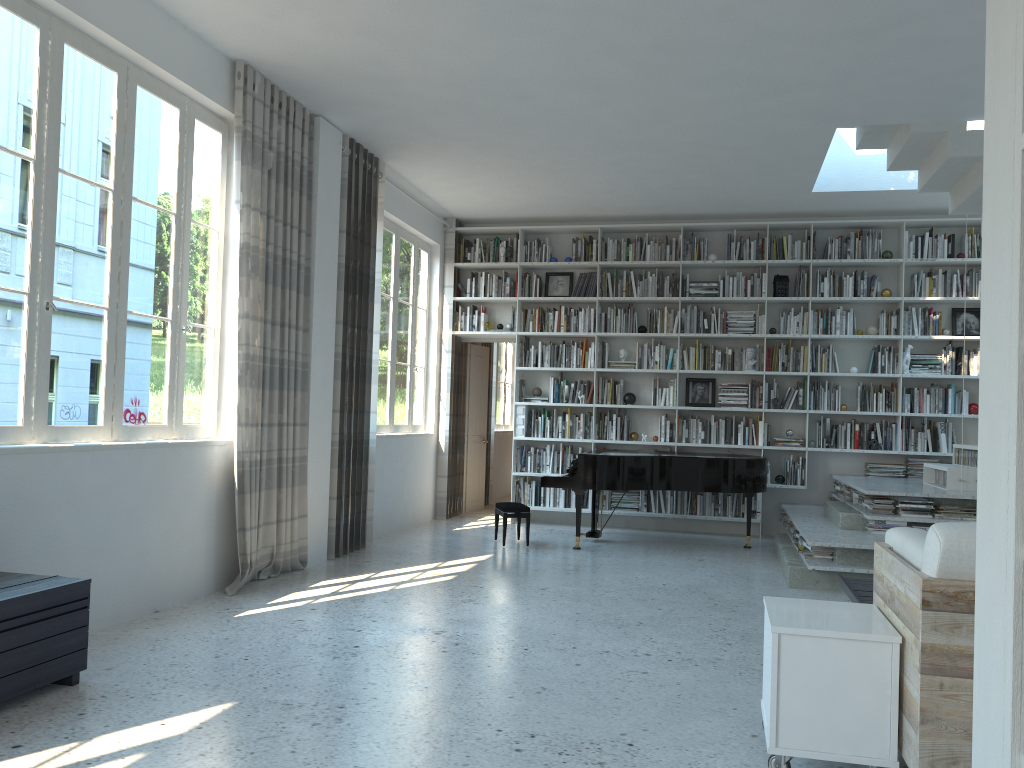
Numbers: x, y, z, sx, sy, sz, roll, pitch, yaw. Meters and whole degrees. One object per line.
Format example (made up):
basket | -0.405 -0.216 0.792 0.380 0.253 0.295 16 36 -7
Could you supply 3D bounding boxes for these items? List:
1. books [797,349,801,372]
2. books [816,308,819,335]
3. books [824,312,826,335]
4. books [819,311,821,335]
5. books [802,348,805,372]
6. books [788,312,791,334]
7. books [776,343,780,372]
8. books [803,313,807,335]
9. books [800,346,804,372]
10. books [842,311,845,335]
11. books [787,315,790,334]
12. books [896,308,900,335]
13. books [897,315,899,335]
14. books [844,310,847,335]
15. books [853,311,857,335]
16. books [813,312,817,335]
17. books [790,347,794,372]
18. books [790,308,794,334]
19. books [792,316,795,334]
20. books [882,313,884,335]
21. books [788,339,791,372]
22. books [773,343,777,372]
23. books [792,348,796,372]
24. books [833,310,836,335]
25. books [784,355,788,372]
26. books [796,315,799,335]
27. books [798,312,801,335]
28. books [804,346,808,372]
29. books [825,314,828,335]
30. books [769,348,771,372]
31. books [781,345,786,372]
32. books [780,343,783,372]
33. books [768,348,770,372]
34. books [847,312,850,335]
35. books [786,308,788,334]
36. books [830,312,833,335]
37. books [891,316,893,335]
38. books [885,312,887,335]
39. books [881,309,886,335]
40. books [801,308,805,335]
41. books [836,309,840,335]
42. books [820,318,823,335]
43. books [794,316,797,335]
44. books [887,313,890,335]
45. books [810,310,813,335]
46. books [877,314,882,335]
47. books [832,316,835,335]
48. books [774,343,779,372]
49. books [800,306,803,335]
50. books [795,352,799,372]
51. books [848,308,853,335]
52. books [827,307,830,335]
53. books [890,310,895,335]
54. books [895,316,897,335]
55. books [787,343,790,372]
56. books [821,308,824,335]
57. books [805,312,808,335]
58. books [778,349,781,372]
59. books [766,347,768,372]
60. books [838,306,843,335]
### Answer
books | 2.862 -0.225 8.858 0.028 0.239 0.145 2 -2 13
books | 3.041 -0.608 8.833 0.014 0.278 0.154 2 -2 13
books | 3.099 -0.586 8.811 0.013 0.236 0.157 2 -2 13
books | 3.050 -0.593 8.814 0.014 0.247 0.176 2 -2 13
books | 2.906 -0.227 8.858 0.019 0.247 0.149 2 -2 13
books | 2.778 -0.593 8.884 0.023 0.236 0.178 2 -2 13
books | 2.663 -0.256 8.907 0.035 0.293 0.145 2 -2 13
books | 2.911 -0.587 8.835 0.028 0.229 0.177 2 -2 13
books | 2.885 -0.238 8.848 0.032 0.266 0.143 2 -2 13
books | 3.267 -0.587 8.761 0.025 0.244 0.183 2 -2 13
books | 2.764 -0.579 8.892 0.023 0.207 0.171 2 -2 13
books | 3.759 -0.592 8.639 0.005 0.278 0.182 2 -2 13
books | 3.751 -0.556 8.647 0.012 0.206 0.169 2 -2 13
books | 3.295 -0.594 8.775 0.024 0.262 0.133 2 -2 13
books | 3.376 -0.588 8.753 0.034 0.254 0.161 2 -2 13
books | 3.020 -0.590 8.842 0.030 0.242 0.138 2 -2 13
books | 2.790 -0.233 8.872 0.033 0.253 0.174 2 -2 13
books | 2.790 -0.613 8.859 0.028 0.275 0.187 2 -2 13
books | 2.807 -0.572 8.866 0.024 0.195 0.173 2 -2 13
books | 3.622 -0.572 8.691 0.012 0.232 0.154 2 -2 13
books | 2.773 -0.276 8.874 0.021 0.337 0.169 2 -2 13
books | 2.639 -0.257 8.913 0.035 0.293 0.145 2 -2 13
books | 2.807 -0.228 8.843 0.027 0.242 0.188 2 -2 13
books | 3.197 -0.594 8.792 0.011 0.257 0.131 2 -2 13
books | 2.744 -0.198 8.900 0.030 0.181 0.131 2 -2 13
books | 2.847 -0.579 8.860 0.029 0.211 0.158 2 -2 13
books | 2.867 -0.590 8.863 0.024 0.234 0.149 2 -2 13
books | 2.925 -0.237 8.851 0.033 0.268 0.142 2 -2 13
books | 3.118 -0.575 8.808 0.026 0.216 0.161 2 -2 13
books | 2.600 -0.234 8.938 0.013 0.247 0.176 2 -2 13
books | 2.720 -0.247 8.905 0.035 0.278 0.139 2 -2 13
books | 2.696 -0.256 8.887 0.019 0.294 0.164 2 -2 13
books | 2.583 -0.234 8.930 0.014 0.244 0.145 2 -2 13
books | 3.314 -0.579 8.756 0.021 0.232 0.183 2 -2 13
books | 2.754 -0.613 8.896 0.019 0.275 0.146 2 -2 13
books | 3.153 -0.586 8.787 0.022 0.237 0.164 2 -2 13
books | 3.701 -0.555 8.666 0.013 0.202 0.173 2 -2 13
books | 3.650 -0.577 8.684 0.016 0.243 0.151 2 -2 13
books | 3.633 -0.590 8.677 0.015 0.267 0.164 2 -2 13
books | 2.899 -0.611 8.855 0.025 0.277 0.173 2 -2 13
books | 3.212 -0.598 8.763 0.030 0.263 0.182 2 -2 13
books | 3.069 -0.558 8.821 0.021 0.179 0.136 2 -2 13
books | 2.826 -0.572 8.864 0.027 0.196 0.185 2 -2 13
books | 3.677 -0.568 8.679 0.016 0.228 0.160 2 -2 13
books | 2.974 -0.597 8.829 0.028 0.251 0.190 2 -2 13
books | 3.605 -0.566 8.701 0.015 0.220 0.140 2 -2 13
books | 3.177 -0.563 8.789 0.025 0.194 0.171 2 -2 13
books | 2.648 -0.257 8.896 0.035 0.293 0.145 2 -2 13
books | 2.885 -0.619 8.861 0.028 0.293 0.154 2 -2 13
books | 2.832 -0.208 8.845 0.034 0.204 0.181 2 -2 13
books | 3.334 -0.599 8.740 0.024 0.272 0.169 2 -2 13
books | 3.134 -0.608 8.785 0.014 0.280 0.177 2 -2 13
books | 3.714 -0.583 8.653 0.016 0.257 0.176 2 -2 13
books | 3.726 -0.556 8.649 0.013 0.204 0.174 2 -2 13
books | 2.756 -0.255 8.859 0.019 0.293 0.182 2 -2 13
books | 3.092 -0.609 8.834 0.014 0.284 0.135 2 -2 13
books | 2.933 -0.590 8.846 0.026 0.238 0.173 2 -2 13
books | 2.679 -0.226 8.893 0.015 0.231 0.180 2 -2 13
books | 2.567 -0.240 8.935 0.015 0.255 0.150 2 -2 13
books | 3.246 -0.612 8.782 0.027 0.295 0.159 2 -2 13
